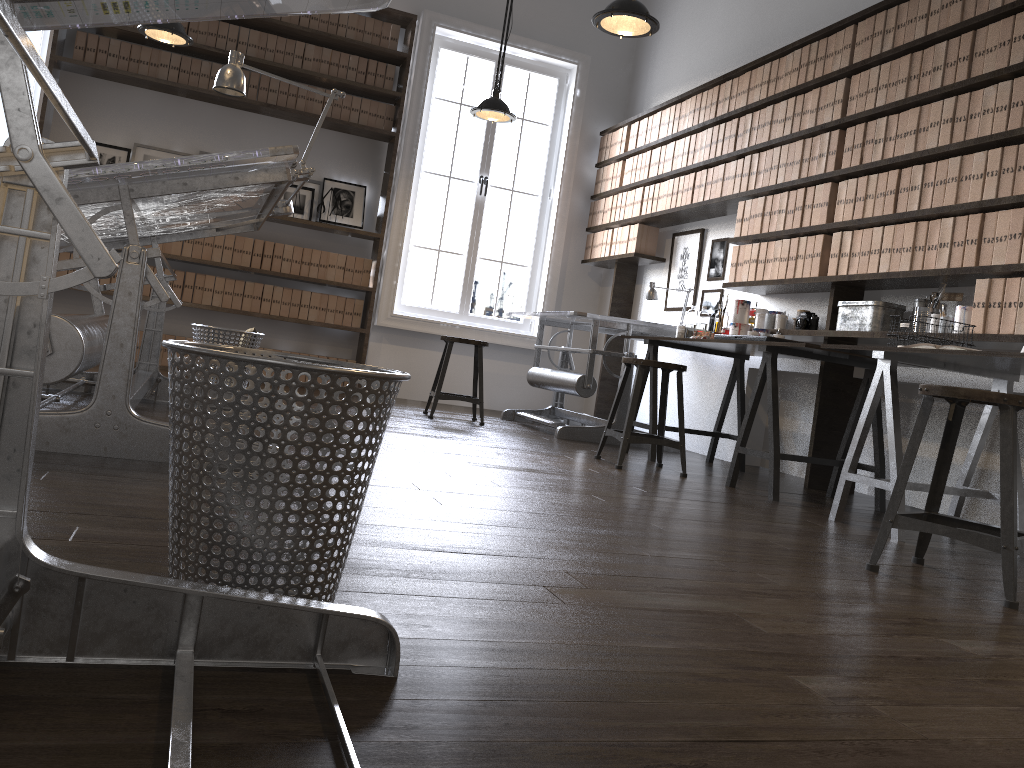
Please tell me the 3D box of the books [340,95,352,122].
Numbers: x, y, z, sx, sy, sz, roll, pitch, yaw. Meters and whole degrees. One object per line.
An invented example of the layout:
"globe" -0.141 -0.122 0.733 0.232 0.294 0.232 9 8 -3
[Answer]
"books" -1.312 -2.134 6.936 0.066 0.226 0.175 9 -1 -20

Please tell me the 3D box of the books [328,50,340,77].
"books" -1.397 -2.461 6.897 0.066 0.226 0.175 9 -1 -20

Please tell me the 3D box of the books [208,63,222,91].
"books" -2.217 -2.258 6.608 0.066 0.226 0.175 9 -1 -20

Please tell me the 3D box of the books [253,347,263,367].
"books" -1.951 -0.169 6.752 0.067 0.226 0.175 9 -1 -20

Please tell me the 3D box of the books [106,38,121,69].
"books" -2.865 -2.347 6.381 0.066 0.226 0.175 9 -1 -20

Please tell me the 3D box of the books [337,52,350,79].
"books" -1.331 -2.452 6.921 0.066 0.226 0.175 9 -1 -20

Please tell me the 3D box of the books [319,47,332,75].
"books" -1.458 -2.469 6.870 0.067 0.226 0.175 9 -1 -20

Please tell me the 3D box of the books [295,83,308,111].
"books" -1.629 -2.178 6.817 0.067 0.226 0.175 9 -1 -20

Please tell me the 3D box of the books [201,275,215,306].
"books" -2.272 -0.699 6.626 0.066 0.226 0.175 9 -1 -20

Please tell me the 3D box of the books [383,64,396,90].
"books" -0.988 -2.405 7.040 0.066 0.226 0.175 9 -1 -20

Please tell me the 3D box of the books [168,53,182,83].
"books" -2.481 -2.295 6.516 0.067 0.226 0.175 9 -1 -20

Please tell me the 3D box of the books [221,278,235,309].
"books" -2.142 -0.682 6.680 0.066 0.226 0.175 9 -1 -20

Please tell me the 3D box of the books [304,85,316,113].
"books" -1.568 -2.170 6.843 0.066 0.226 0.175 9 -1 -20

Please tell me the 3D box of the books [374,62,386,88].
"books" -1.060 -2.415 7.017 0.066 0.226 0.175 9 -1 -20

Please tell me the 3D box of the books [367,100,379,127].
"books" -1.115 -2.107 6.998 0.067 0.226 0.175 9 -1 -20

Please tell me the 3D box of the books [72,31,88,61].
"books" -3.072 -2.376 6.313 0.066 0.226 0.175 9 -1 -20

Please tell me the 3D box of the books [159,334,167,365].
"books" -2.600 -0.258 6.526 0.066 0.226 0.175 9 -1 -20

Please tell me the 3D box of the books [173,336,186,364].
"books" -2.472 -0.240 6.566 0.066 0.226 0.175 9 -1 -20

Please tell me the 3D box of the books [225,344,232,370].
"books" -2.146 -0.195 6.682 0.067 0.226 0.175 9 -1 -20

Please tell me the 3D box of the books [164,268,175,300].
"books" -2.539 -0.736 6.533 0.066 0.226 0.175 9 -1 -20

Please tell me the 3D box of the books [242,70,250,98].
"books" -2.032 -2.233 6.681 0.066 0.226 0.175 9 -1 -20

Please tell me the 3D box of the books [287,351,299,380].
"books" -1.701 -0.134 6.846 0.066 0.226 0.175 9 -1 -20

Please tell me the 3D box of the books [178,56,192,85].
"books" -2.417 -2.286 6.543 0.066 0.226 0.175 9 -1 -20

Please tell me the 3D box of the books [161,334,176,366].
"books" -2.539 -0.249 6.542 0.067 0.226 0.175 9 -1 -20

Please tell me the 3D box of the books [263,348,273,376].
"books" -1.884 -0.159 6.778 0.066 0.226 0.175 9 -1 -20

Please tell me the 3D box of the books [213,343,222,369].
"books" -2.210 -0.204 6.664 0.066 0.226 0.175 9 -1 -20

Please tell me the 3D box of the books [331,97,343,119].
"books" -1.377 -2.143 6.911 0.066 0.226 0.175 9 -1 -20

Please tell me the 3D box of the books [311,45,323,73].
"books" -1.522 -2.478 6.852 0.066 0.226 0.175 9 -1 -20

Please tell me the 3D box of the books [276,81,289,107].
"books" -1.760 -2.196 6.777 0.066 0.226 0.175 9 -1 -20

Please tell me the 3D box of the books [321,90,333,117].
"books" -1.441 -2.152 6.884 0.067 0.226 0.175 9 -1 -20

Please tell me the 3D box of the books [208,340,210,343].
"books" -2.268 -0.212 6.642 0.066 0.226 0.175 9 -1 -20

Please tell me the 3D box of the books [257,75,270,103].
"books" -1.893 -2.214 6.730 0.066 0.226 0.175 9 -1 -20

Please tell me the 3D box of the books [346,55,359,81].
"books" -1.264 -2.443 6.940 0.066 0.226 0.175 9 -1 -20

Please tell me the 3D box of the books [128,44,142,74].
"books" -2.734 -2.330 6.432 0.066 0.226 0.175 9 -1 -20

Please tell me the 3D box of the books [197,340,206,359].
"books" -2.335 -0.221 6.616 0.067 0.226 0.175 9 -1 -20

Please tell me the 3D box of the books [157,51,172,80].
"books" -2.549 -2.304 6.494 0.066 0.226 0.175 9 -1 -20

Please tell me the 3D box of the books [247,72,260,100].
"books" -1.961 -2.223 6.700 0.067 0.226 0.175 9 -1 -20

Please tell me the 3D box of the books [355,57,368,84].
"books" -1.199 -2.434 6.968 0.066 0.226 0.175 9 -1 -20

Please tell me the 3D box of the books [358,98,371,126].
"books" -1.177 -2.116 6.976 0.066 0.226 0.175 9 -1 -20

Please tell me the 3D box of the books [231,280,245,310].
"books" -2.076 -0.673 6.701 0.066 0.226 0.175 9 -1 -20

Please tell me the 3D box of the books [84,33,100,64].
"books" -3.001 -2.366 6.332 0.067 0.226 0.175 9 -1 -20

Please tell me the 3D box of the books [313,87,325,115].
"books" -1.509 -2.161 6.862 0.066 0.226 0.175 9 -1 -20

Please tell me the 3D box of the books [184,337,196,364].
"books" -2.405 -0.231 6.594 0.066 0.226 0.175 9 -1 -20

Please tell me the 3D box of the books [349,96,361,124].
"books" -1.246 -2.125 6.956 0.066 0.226 0.175 9 -1 -20

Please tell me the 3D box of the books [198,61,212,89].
"books" -2.286 -2.268 6.587 0.066 0.226 0.175 9 -1 -20

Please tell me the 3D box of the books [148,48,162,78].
"books" -2.608 -2.312 6.475 0.066 0.226 0.175 9 -1 -20

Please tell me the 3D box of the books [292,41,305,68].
"books" -1.647 -2.495 6.804 0.067 0.226 0.175 9 -1 -20

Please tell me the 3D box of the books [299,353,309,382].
"books" -1.635 -0.125 6.869 0.066 0.226 0.175 9 -1 -20

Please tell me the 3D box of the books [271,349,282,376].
"books" -1.826 -0.151 6.800 0.066 0.226 0.175 9 -1 -20

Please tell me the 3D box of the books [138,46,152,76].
"books" -2.669 -2.320 6.449 0.067 0.226 0.175 9 -1 -20

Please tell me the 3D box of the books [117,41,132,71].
"books" -2.800 -2.339 6.408 0.066 0.226 0.175 9 -1 -20

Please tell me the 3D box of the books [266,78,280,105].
"books" -1.825 -2.205 6.749 0.066 0.226 0.175 9 -1 -20

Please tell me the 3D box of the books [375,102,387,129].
"books" -1.058 -2.099 7.023 0.066 0.226 0.175 9 -1 -20

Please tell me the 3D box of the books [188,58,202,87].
"books" -2.352 -2.277 6.568 0.066 0.226 0.175 9 -1 -20

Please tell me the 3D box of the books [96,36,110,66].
"books" -2.933 -2.357 6.362 0.066 0.226 0.175 9 -1 -20

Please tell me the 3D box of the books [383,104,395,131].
"books" -0.993 -2.091 7.047 0.066 0.226 0.175 9 -1 -20

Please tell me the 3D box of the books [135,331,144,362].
"books" -2.729 -0.275 6.477 0.067 0.226 0.175 9 -1 -20

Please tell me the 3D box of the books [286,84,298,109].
"books" -1.694 -2.187 6.800 0.066 0.226 0.175 9 -1 -20
